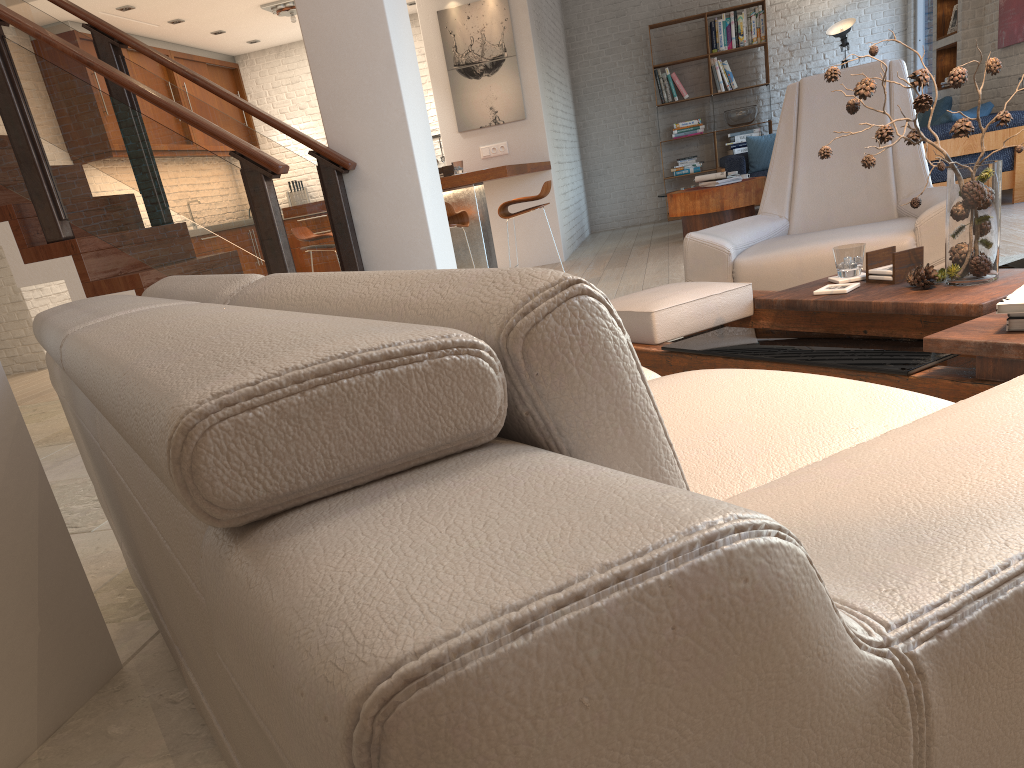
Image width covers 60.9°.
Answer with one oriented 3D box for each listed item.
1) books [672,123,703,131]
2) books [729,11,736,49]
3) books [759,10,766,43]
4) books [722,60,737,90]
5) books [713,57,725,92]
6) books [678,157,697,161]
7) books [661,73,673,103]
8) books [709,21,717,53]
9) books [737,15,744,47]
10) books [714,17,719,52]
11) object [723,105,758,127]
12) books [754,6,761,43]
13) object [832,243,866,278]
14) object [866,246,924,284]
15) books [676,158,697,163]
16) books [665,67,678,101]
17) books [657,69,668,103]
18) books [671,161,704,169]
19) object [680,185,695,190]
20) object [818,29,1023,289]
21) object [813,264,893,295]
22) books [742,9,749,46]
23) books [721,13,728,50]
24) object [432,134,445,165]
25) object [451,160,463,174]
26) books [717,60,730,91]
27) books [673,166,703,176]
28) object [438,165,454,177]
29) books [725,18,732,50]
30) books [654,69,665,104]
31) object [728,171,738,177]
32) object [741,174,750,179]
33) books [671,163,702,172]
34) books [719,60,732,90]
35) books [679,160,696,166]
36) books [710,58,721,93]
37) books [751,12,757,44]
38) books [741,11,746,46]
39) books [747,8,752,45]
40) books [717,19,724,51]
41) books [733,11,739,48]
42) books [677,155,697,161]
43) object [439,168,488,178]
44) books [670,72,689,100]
[{"bbox_3d":[2.151,-3.149,10.703,0.357,0.022,0.257,-8,13,11],"label":"books"},{"bbox_3d":[2.580,-4.128,10.209,0.037,0.404,0.229,-6,20,12],"label":"books"},{"bbox_3d":[2.912,-4.153,10.172,0.056,0.347,0.239,-6,19,12],"label":"books"},{"bbox_3d":[2.592,-3.677,10.401,0.159,0.347,0.239,-6,19,12],"label":"books"},{"bbox_3d":[2.467,-3.684,10.414,0.104,0.404,0.229,-6,20,12],"label":"books"},{"bbox_3d":[2.176,-2.799,10.857,0.244,0.009,0.147,-8,13,12],"label":"books"},{"bbox_3d":[1.884,-3.590,10.588,0.103,0.352,0.239,-6,19,12],"label":"books"},{"bbox_3d":[2.376,-4.077,10.285,0.056,0.347,0.239,-6,19,12],"label":"books"},{"bbox_3d":[2.666,-4.112,10.197,0.056,0.347,0.239,-6,19,12],"label":"books"},{"bbox_3d":[2.411,-4.096,10.271,0.021,0.378,0.256,-6,19,12],"label":"books"},{"bbox_3d":[2.776,-3.236,10.576,0.387,0.213,0.395,-21,18,-34],"label":"object"},{"bbox_3d":[2.857,-4.169,10.157,0.037,0.404,0.229,-6,20,12],"label":"books"},{"bbox_3d":[0.972,-0.354,2.512,0.089,0.089,0.088,-19,19,-27],"label":"object"},{"bbox_3d":[1.051,-0.328,2.398,0.093,0.086,0.110,-15,17,-15],"label":"object"},{"bbox_3d":[2.173,-2.787,10.870,0.237,0.020,0.161,-9,13,6],"label":"books"},{"bbox_3d":[1.929,-3.613,10.539,0.122,0.402,0.229,-6,20,12],"label":"books"},{"bbox_3d":[1.826,-3.603,10.572,0.092,0.405,0.229,-6,20,12],"label":"books"},{"bbox_3d":[2.184,-2.730,10.861,0.381,0.019,0.231,-10,13,5],"label":"books"},{"bbox_3d":[1.927,-2.103,9.266,0.300,0.029,0.065,-13,14,-9],"label":"object"},{"bbox_3d":[0.969,-0.520,2.065,0.535,0.640,0.303,-15,20,-15],"label":"object"},{"bbox_3d":[0.949,-0.296,2.455,0.268,0.037,0.239,-14,14,-15],"label":"object"},{"bbox_3d":[2.731,-4.154,10.198,0.037,0.404,0.229,-6,20,12],"label":"books"},{"bbox_3d":[2.490,-4.117,10.235,0.037,0.404,0.229,-6,20,12],"label":"books"},{"bbox_3d":[-0.830,-2.903,10.825,0.672,0.411,0.132,-7,20,12],"label":"object"},{"bbox_3d":[-0.402,-1.613,6.499,0.091,0.089,0.086,-2,19,26],"label":"object"},{"bbox_3d":[2.523,-3.678,10.418,0.125,0.367,0.256,-6,19,12],"label":"books"},{"bbox_3d":[2.202,-2.659,10.889,0.328,0.059,0.241,-5,14,22],"label":"books"},{"bbox_3d":[-0.509,-1.602,6.599,0.091,0.086,0.112,-21,19,-31],"label":"object"},{"bbox_3d":[2.543,-4.100,10.248,0.056,0.347,0.239,-6,19,12],"label":"books"},{"bbox_3d":[1.789,-3.596,10.573,0.092,0.405,0.229,-6,20,12],"label":"books"},{"bbox_3d":[2.159,-2.017,8.522,0.108,0.114,0.102,-1,20,27],"label":"object"},{"bbox_3d":[2.322,-2.053,8.671,0.155,0.060,0.256,-9,13,5],"label":"object"},{"bbox_3d":[2.175,-2.703,10.884,0.381,0.038,0.230,-8,13,12],"label":"books"},{"bbox_3d":[2.546,-3.683,10.421,0.125,0.367,0.256,-6,19,12],"label":"books"},{"bbox_3d":[2.182,-2.761,10.873,0.207,0.036,0.125,-8,14,12],"label":"books"},{"bbox_3d":[2.434,-3.686,10.443,0.102,0.404,0.229,-6,20,12],"label":"books"},{"bbox_3d":[2.814,-4.134,10.173,0.056,0.347,0.239,-6,19,12],"label":"books"},{"bbox_3d":[2.703,-4.134,10.197,0.021,0.378,0.256,-6,19,12],"label":"books"},{"bbox_3d":[2.765,-4.156,10.178,0.037,0.404,0.229,-6,20,12],"label":"books"},{"bbox_3d":[2.449,-4.083,10.252,0.056,0.347,0.239,-6,19,12],"label":"books"},{"bbox_3d":[2.618,-4.136,10.211,0.037,0.404,0.229,-6,20,12],"label":"books"},{"bbox_3d":[2.174,-2.809,10.840,0.253,0.018,0.153,-8,13,12],"label":"books"},{"bbox_3d":[-0.386,-1.586,6.542,0.397,0.037,0.187,-7,14,16],"label":"object"},{"bbox_3d":[2.028,-3.601,10.551,0.196,0.336,0.239,-6,19,12],"label":"books"}]
